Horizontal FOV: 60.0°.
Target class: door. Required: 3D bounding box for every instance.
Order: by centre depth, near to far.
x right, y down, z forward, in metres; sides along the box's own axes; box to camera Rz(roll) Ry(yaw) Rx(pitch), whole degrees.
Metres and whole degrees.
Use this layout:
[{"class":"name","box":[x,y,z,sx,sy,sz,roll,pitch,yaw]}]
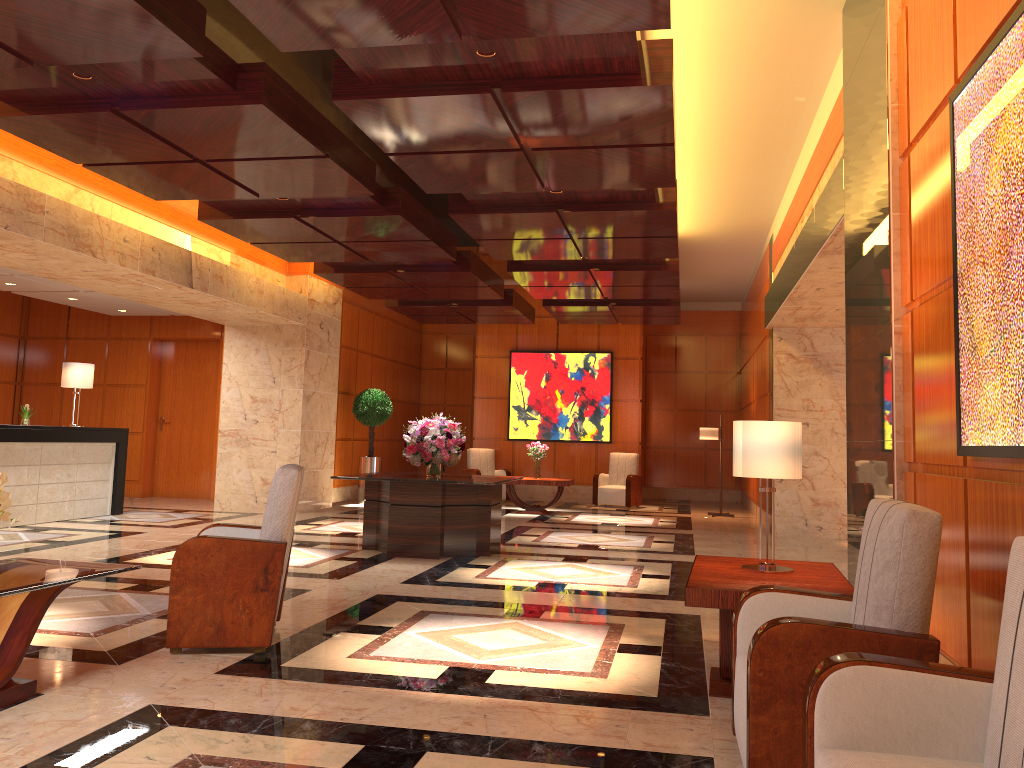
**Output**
[{"class":"door","box":[-5.483,0.579,14.940,1.286,2.707,0.339,1,-6,11]}]

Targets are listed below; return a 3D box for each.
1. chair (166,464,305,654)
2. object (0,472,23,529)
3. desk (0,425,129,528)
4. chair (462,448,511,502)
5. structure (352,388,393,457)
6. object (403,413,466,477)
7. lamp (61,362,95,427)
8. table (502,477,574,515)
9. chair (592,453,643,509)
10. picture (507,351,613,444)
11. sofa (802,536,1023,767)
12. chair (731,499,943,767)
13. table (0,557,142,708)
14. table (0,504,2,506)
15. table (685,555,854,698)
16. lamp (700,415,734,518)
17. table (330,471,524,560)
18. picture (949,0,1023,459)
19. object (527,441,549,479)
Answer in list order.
[{"class":"chair","box":[-1.514,0.927,4.947,0.628,0.965,0.735,3,-5,-10]},{"class":"object","box":[-2.381,0.497,3.522,0.788,0.620,0.416,3,-5,-12]},{"class":"desk","box":[-5.925,1.063,10.570,0.941,1.145,2.915,1,-4,11]},{"class":"chair","box":[-0.476,1.682,16.403,0.737,0.965,0.627,5,-6,-30]},{"class":"structure","box":[-2.409,0.913,15.165,0.721,1.719,0.719,3,-6,-11]},{"class":"object","box":[-0.799,0.621,9.145,0.650,0.661,0.677,1,-5,2]},{"class":"lamp","box":[-5.659,0.145,11.510,0.372,0.823,0.371,-2,-7,36]},{"class":"table","box":[0.369,1.785,14.157,1.167,0.536,0.722,1,-4,11]},{"class":"chair","box":[1.914,1.722,15.938,0.737,0.965,0.626,-1,-6,30]},{"class":"picture","box":[0.917,0.237,16.944,1.996,1.743,0.056,1,-6,11]},{"class":"sofa","box":[0.914,0.792,1.511,0.612,0.936,1.792,1,-4,12]},{"class":"chair","box":[1.110,0.887,3.112,0.628,0.965,0.735,1,-5,10]},{"class":"table","box":[-2.319,1.061,3.570,0.722,0.498,1.554,1,-4,14]},{"class":"table","box":[-4.232,1.099,5.966,0.725,0.609,1.266,1,-4,11]},{"class":"table","box":[1.228,1.184,4.266,0.725,0.536,1.163,1,-4,14]},{"class":"lamp","box":[3.348,1.331,14.544,0.526,1.667,0.358,2,-6,1]},{"class":"table","box":[-0.817,1.324,9.091,1.600,0.748,1.595,1,-4,11]},{"class":"picture","box":[1.596,-0.511,2.555,0.056,1.458,1.989,1,-5,11]},{"class":"object","box":[0.406,1.222,14.241,0.350,0.598,0.326,-2,-6,31]}]
